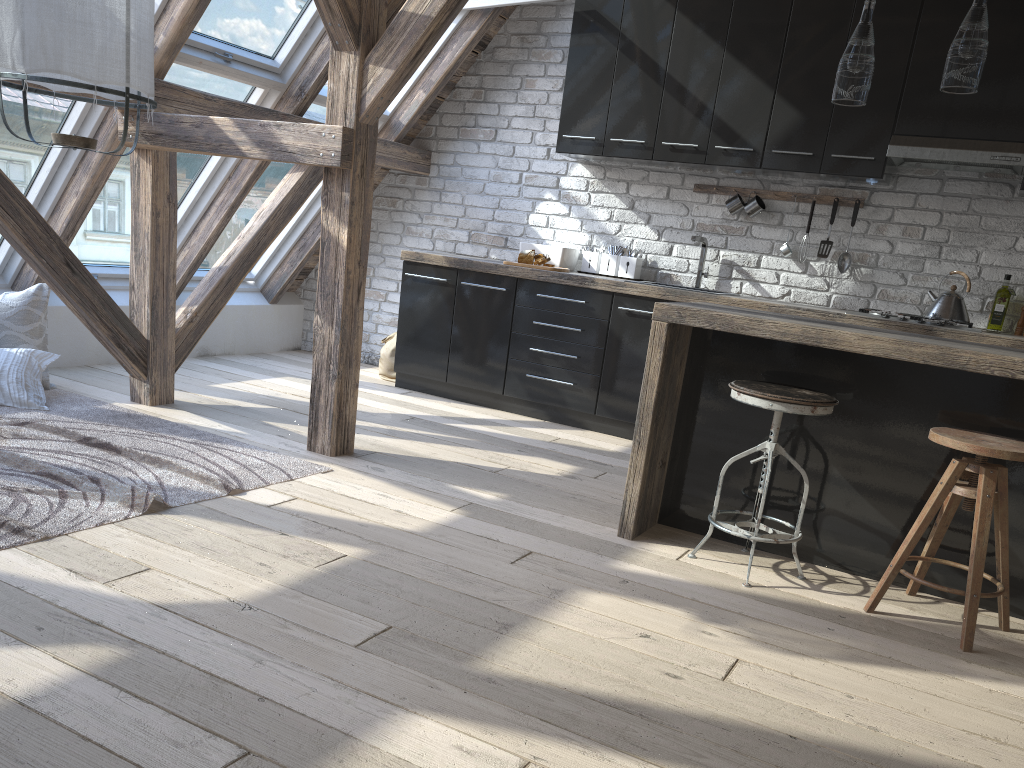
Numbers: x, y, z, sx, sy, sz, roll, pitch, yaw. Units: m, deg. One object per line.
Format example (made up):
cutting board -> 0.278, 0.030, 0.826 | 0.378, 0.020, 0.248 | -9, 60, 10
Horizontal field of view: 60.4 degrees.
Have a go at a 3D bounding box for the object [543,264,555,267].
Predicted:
object -> 0.217, -0.690, 5.124 | 0.068, 0.017, 0.075 | 8, 10, 4

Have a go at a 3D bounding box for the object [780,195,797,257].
object -> 1.517, -0.857, 4.784 | 0.070, 0.336, 0.065 | 15, 17, 26

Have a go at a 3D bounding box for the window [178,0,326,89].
window -> -0.930, -2.087, 3.967 | 1.083, 1.315, 0.840 | 14, 15, 26

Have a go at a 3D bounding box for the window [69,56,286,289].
window -> -1.948, -1.097, 4.720 | 1.083, 1.315, 0.840 | 14, 15, 26

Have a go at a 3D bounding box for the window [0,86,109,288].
window -> -2.381, -1.022, 3.927 | 1.083, 1.315, 0.840 | 14, 15, 26

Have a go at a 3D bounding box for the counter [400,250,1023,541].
counter -> 0.696, -0.003, 4.205 | 3.768, 0.878, 2.207 | 12, 11, 26

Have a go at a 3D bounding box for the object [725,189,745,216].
object -> 1.246, -1.007, 4.891 | 0.116, 0.143, 0.091 | 14, 15, 28

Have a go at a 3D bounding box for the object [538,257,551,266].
object -> 0.189, -0.712, 5.114 | 0.073, 0.056, 0.081 | 8, 11, 3

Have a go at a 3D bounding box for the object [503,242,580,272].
object -> 0.193, -0.759, 5.253 | 0.379, 0.137, 0.578 | 10, 10, 15

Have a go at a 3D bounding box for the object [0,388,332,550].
object -> -2.432, 0.248, 2.714 | 2.161, 0.058, 3.140 | 12, 10, 27

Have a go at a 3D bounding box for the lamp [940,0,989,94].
lamp -> 1.361, -1.478, 2.394 | 0.106, 1.275, 0.237 | 20, 20, 38

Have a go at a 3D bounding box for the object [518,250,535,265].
object -> 0.084, -0.742, 5.116 | 0.090, 0.090, 0.084 | 8, 13, 4

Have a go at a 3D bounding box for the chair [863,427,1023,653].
chair -> 1.388, 0.460, 2.723 | 0.339, 0.613, 0.333 | -6, 19, -42

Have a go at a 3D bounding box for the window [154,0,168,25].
window -> -1.406, -2.021, 3.195 | 1.390, 1.315, 0.840 | 13, 15, 26

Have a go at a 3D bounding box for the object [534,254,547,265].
object -> 0.164, -0.729, 5.160 | 0.074, 0.069, 0.077 | 7, 12, -1

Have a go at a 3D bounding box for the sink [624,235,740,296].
sink -> 0.960, -0.558, 4.870 | 0.520, 0.531, 0.506 | 14, 14, 26

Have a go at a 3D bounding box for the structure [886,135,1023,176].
structure -> 2.152, -1.106, 4.244 | 0.593, 0.107, 0.363 | 12, 11, 26

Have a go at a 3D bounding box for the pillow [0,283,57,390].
pillow -> -2.704, -0.216, 3.984 | 0.493, 0.549, 1.140 | 15, 13, 32

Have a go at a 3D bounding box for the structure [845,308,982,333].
structure -> 2.003, -0.322, 4.368 | 0.598, 0.032, 0.489 | 12, 10, 26

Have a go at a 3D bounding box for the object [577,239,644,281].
object -> 0.607, -0.741, 5.254 | 0.400, 0.207, 0.145 | 13, 15, 27

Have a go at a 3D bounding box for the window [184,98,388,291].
window -> -1.515, -1.171, 5.513 | 1.083, 1.315, 0.840 | 14, 15, 26

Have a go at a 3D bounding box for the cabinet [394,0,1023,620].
cabinet -> 1.009, -0.788, 3.950 | 4.166, 2.584, 2.057 | 13, 14, 26

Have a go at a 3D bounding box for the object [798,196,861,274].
object -> 1.684, -0.794, 4.673 | 0.279, 0.393, 0.068 | 14, 17, 25

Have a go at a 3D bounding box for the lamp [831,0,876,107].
lamp -> 1.100, -1.506, 2.518 | 0.107, 1.327, 0.221 | 16, 18, 28

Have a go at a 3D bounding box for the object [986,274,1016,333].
object -> 2.443, -0.399, 4.374 | 0.088, 0.291, 0.080 | 13, 16, 21

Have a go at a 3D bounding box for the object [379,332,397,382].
object -> -0.747, -0.229, 5.905 | 0.337, 0.401, 0.383 | -3, 16, -36

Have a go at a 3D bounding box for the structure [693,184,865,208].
structure -> 1.431, -1.033, 4.803 | 0.921, 0.047, 0.080 | 12, 12, 25

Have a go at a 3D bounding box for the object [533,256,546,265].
object -> 0.162, -0.716, 5.105 | 0.072, 0.059, 0.081 | 8, 11, 2

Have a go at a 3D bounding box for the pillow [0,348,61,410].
pillow -> -2.377, -0.032, 4.004 | 0.537, 0.249, 0.461 | 3, 11, -21

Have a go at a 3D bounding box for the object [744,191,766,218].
object -> 1.337, -0.987, 4.838 | 0.092, 0.143, 0.115 | -7, 19, -45

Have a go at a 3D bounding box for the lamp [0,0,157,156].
lamp -> -1.030, -1.547, 2.054 | 0.408, 1.952, 0.387 | 1, 16, -21

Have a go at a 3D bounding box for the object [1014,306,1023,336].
object -> 2.551, -0.330, 4.353 | 0.078, 0.189, 0.039 | 19, 19, 37

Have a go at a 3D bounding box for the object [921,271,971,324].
object -> 2.113, -0.425, 4.229 | 0.220, 0.242, 0.217 | 11, 13, 16

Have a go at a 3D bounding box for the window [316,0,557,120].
window -> -0.551, -2.173, 4.787 | 1.503, 1.315, 0.840 | 13, 15, 26

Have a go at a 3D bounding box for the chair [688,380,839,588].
chair -> 0.857, 0.328, 2.988 | 0.353, 0.655, 0.343 | -1, 16, -29
